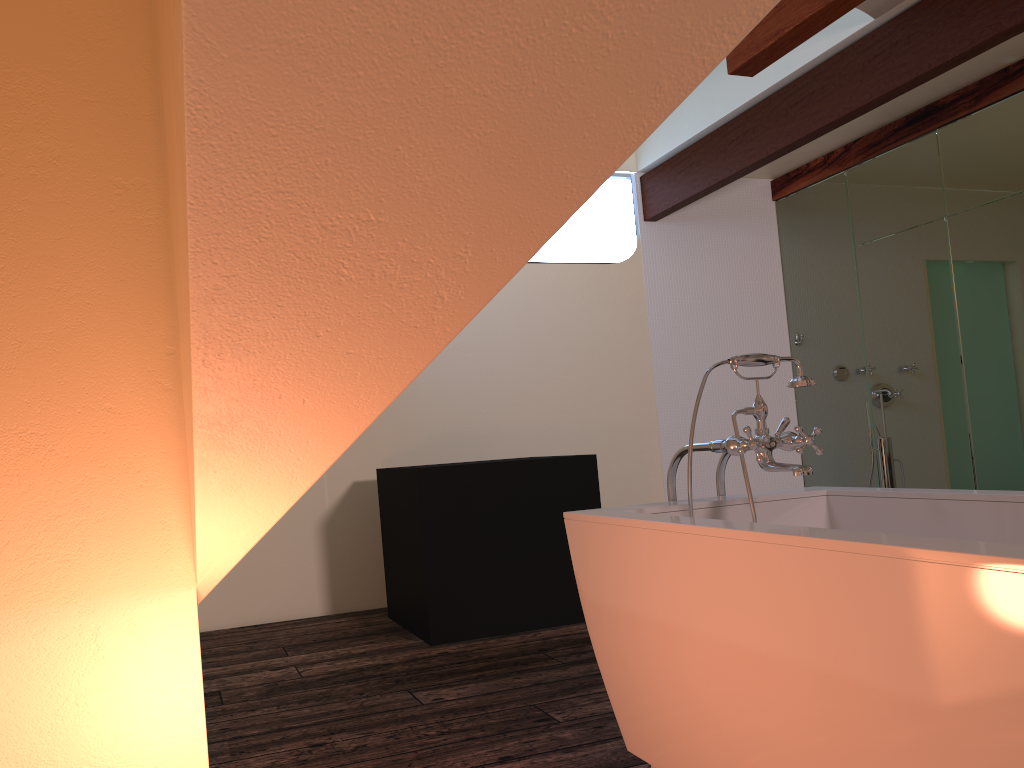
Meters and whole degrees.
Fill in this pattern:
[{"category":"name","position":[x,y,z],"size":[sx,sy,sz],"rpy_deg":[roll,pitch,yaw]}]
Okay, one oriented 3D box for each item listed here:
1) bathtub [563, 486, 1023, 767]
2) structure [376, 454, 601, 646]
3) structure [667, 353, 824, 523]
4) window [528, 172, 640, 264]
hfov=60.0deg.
[{"category":"bathtub","position":[0.926,0.575,1.358],"size":[0.798,0.692,2.223],"rpy_deg":[-3,-5,-21]},{"category":"structure","position":[-0.119,0.853,4.339],"size":[0.868,0.859,0.803],"rpy_deg":[-3,-4,-21]},{"category":"structure","position":[0.592,0.488,2.262],"size":[0.384,1.118,0.555],"rpy_deg":[-4,-3,-7]},{"category":"window","position":[0.440,-1.284,3.660],"size":[2.105,0.675,3.528],"rpy_deg":[-3,-5,-21]}]
